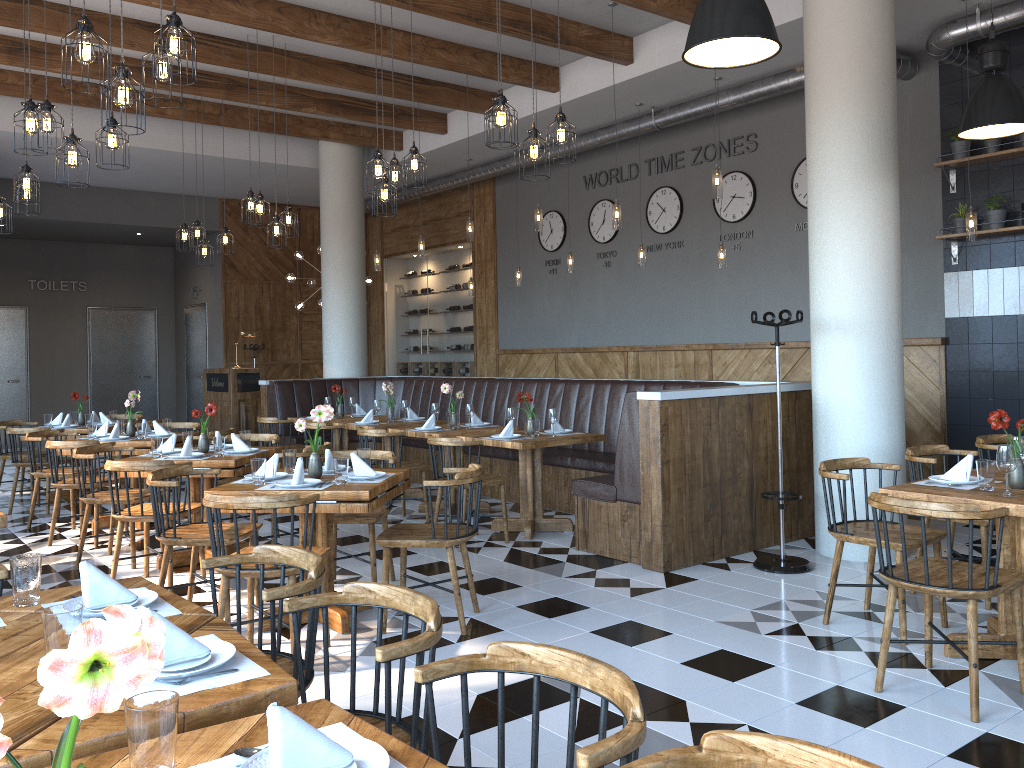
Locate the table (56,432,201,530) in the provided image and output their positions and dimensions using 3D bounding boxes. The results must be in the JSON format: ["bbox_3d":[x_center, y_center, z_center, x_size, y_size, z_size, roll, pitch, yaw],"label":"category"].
[{"bbox_3d":[-3.295,0.839,7.683,0.864,0.764,0.864,-1,1,7],"label":"table"}]

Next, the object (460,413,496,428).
[{"bbox_3d":[-0.313,0.313,8.057,0.272,0.137,0.352,-2,2,-38],"label":"object"}]

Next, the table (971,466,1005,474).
[{"bbox_3d":[2.956,0.818,4.502,0.850,0.764,0.850,-2,1,-38],"label":"table"}]

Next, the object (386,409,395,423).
[{"bbox_3d":[-1.186,0.313,8.659,0.080,0.132,0.080,-1,0,37],"label":"object"}]

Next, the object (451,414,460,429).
[{"bbox_3d":[-0.496,0.329,7.767,0.080,0.132,0.080,-1,0,-33],"label":"object"}]

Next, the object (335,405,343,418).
[{"bbox_3d":[-1.861,0.297,9.532,0.080,0.132,0.080,-1,0,37],"label":"object"}]

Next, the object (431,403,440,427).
[{"bbox_3d":[-0.695,0.283,8.033,0.081,0.215,0.081,-1,0,16],"label":"object"}]

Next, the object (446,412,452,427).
[{"bbox_3d":[-0.556,0.321,8.050,0.080,0.132,0.080,-1,0,-38],"label":"object"}]

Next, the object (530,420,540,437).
[{"bbox_3d":[0.178,0.345,6.896,0.080,0.132,0.080,-1,0,37],"label":"object"}]

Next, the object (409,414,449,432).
[{"bbox_3d":[-0.734,0.333,7.743,0.272,0.137,0.352,-2,2,-38],"label":"object"}]

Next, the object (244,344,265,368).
[{"bbox_3d":[-4.212,0.174,14.525,0.374,1.659,0.374,-1,0,-15],"label":"object"}]

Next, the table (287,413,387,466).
[{"bbox_3d":[-1.864,0.741,9.644,0.850,0.764,0.850,-2,1,-38],"label":"table"}]

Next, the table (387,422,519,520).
[{"bbox_3d":[-0.522,0.773,7.910,0.850,0.764,0.850,-2,1,-38],"label":"table"}]

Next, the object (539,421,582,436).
[{"bbox_3d":[0.374,0.329,7.169,0.272,0.137,0.352,-2,2,-38],"label":"object"}]

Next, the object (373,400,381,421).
[{"bbox_3d":[-1.352,0.267,8.882,0.081,0.215,0.081,-1,0,44],"label":"object"}]

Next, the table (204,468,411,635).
[{"bbox_3d":[-1.056,0.893,4.790,0.864,0.764,0.864,-1,1,7],"label":"table"}]

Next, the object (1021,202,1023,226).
[{"bbox_3d":[4.214,-1.378,7.183,0.142,0.201,0.143,-1,0,43],"label":"object"}]

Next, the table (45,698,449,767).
[{"bbox_3d":[-0.456,1.015,0.901,1.216,0.764,1.214,-2,2,-34],"label":"table"}]

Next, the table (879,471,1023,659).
[{"bbox_3d":[2.282,0.850,3.980,0.850,0.764,0.850,-2,1,-38],"label":"table"}]

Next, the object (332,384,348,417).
[{"bbox_3d":[-1.885,0.181,9.657,0.156,0.355,0.171,-1,0,-44],"label":"object"}]

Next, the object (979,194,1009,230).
[{"bbox_3d":[4.034,-1.434,7.404,0.235,0.300,0.172,-1,0,42],"label":"object"}]

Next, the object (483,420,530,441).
[{"bbox_3d":[-0.046,0.349,6.855,0.272,0.137,0.352,-2,2,-38],"label":"object"}]

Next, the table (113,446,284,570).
[{"bbox_3d":[-2.157,0.866,6.213,0.864,0.764,0.864,-1,1,7],"label":"table"}]

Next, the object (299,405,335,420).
[{"bbox_3d":[-2.084,0.301,9.488,0.272,0.137,0.352,-2,2,-38],"label":"object"}]

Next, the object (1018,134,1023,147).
[{"bbox_3d":[4.186,-2.042,7.196,0.173,0.268,0.189,-1,0,-20],"label":"object"}]

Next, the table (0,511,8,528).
[{"bbox_3d":[-2.759,0.960,3.887,0.850,0.764,0.850,-2,1,-38],"label":"table"}]

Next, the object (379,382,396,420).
[{"bbox_3d":[-1.227,0.176,8.776,0.146,0.400,0.206,-1,0,-30],"label":"object"}]

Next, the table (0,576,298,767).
[{"bbox_3d":[-1.228,0.997,1.898,1.216,0.764,1.214,-2,2,-34],"label":"table"}]

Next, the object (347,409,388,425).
[{"bbox_3d":[-1.412,0.317,8.619,0.272,0.137,0.352,-2,2,-38],"label":"object"}]

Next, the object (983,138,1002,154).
[{"bbox_3d":[4.020,-2.046,7.411,0.173,0.268,0.189,-1,0,-20],"label":"object"}]

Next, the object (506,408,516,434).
[{"bbox_3d":[-0.008,0.299,7.144,0.081,0.215,0.081,-1,0,-29],"label":"object"}]

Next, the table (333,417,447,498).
[{"bbox_3d":[-1.189,0.757,8.772,0.850,0.764,0.850,-2,1,-38],"label":"table"}]

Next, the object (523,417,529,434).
[{"bbox_3d":[0.134,0.337,7.159,0.080,0.132,0.080,-1,0,-38],"label":"object"}]

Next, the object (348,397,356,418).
[{"bbox_3d":[-1.721,0.252,9.538,0.081,0.215,0.081,-1,0,-7],"label":"object"}]

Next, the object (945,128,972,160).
[{"bbox_3d":[3.853,-2.066,7.626,0.235,0.300,0.172,-1,0,42],"label":"object"}]

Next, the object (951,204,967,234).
[{"bbox_3d":[3.864,-1.421,7.624,0.173,0.268,0.189,-1,0,-20],"label":"object"}]

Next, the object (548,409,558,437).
[{"bbox_3d":[0.318,0.301,6.902,0.081,0.215,0.081,-1,0,21],"label":"object"}]

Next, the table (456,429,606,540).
[{"bbox_3d":[0.153,0.789,7.037,0.850,0.764,0.850,-2,1,-38],"label":"table"}]

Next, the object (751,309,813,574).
[{"bbox_3d":[1.732,0.354,5.732,0.374,1.659,0.374,-1,0,30],"label":"object"}]

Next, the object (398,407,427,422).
[{"bbox_3d":[-0.991,0.297,8.934,0.272,0.137,0.352,-2,2,-38],"label":"object"}]

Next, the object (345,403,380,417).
[{"bbox_3d":[-1.663,0.281,9.803,0.272,0.137,0.352,-2,2,-38],"label":"object"}]

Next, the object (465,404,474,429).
[{"bbox_3d":[-0.372,0.284,7.794,0.081,0.215,0.081,-1,0,16],"label":"object"}]

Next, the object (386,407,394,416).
[{"bbox_3d":[-1.230,0.305,8.921,0.080,0.132,0.080,-1,0,-38],"label":"object"}]

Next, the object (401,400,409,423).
[{"bbox_3d":[-1.046,0.268,8.665,0.081,0.215,0.081,-1,0,-7],"label":"object"}]

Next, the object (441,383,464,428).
[{"bbox_3d":[-0.534,0.191,7.925,0.207,0.400,0.146,-1,0,-35],"label":"object"}]

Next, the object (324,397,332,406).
[{"bbox_3d":[-2.027,0.251,9.755,0.081,0.215,0.081,-1,0,44],"label":"object"}]

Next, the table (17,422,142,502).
[{"bbox_3d":[-4.445,0.812,9.170,0.864,0.764,0.864,-1,1,7],"label":"table"}]
